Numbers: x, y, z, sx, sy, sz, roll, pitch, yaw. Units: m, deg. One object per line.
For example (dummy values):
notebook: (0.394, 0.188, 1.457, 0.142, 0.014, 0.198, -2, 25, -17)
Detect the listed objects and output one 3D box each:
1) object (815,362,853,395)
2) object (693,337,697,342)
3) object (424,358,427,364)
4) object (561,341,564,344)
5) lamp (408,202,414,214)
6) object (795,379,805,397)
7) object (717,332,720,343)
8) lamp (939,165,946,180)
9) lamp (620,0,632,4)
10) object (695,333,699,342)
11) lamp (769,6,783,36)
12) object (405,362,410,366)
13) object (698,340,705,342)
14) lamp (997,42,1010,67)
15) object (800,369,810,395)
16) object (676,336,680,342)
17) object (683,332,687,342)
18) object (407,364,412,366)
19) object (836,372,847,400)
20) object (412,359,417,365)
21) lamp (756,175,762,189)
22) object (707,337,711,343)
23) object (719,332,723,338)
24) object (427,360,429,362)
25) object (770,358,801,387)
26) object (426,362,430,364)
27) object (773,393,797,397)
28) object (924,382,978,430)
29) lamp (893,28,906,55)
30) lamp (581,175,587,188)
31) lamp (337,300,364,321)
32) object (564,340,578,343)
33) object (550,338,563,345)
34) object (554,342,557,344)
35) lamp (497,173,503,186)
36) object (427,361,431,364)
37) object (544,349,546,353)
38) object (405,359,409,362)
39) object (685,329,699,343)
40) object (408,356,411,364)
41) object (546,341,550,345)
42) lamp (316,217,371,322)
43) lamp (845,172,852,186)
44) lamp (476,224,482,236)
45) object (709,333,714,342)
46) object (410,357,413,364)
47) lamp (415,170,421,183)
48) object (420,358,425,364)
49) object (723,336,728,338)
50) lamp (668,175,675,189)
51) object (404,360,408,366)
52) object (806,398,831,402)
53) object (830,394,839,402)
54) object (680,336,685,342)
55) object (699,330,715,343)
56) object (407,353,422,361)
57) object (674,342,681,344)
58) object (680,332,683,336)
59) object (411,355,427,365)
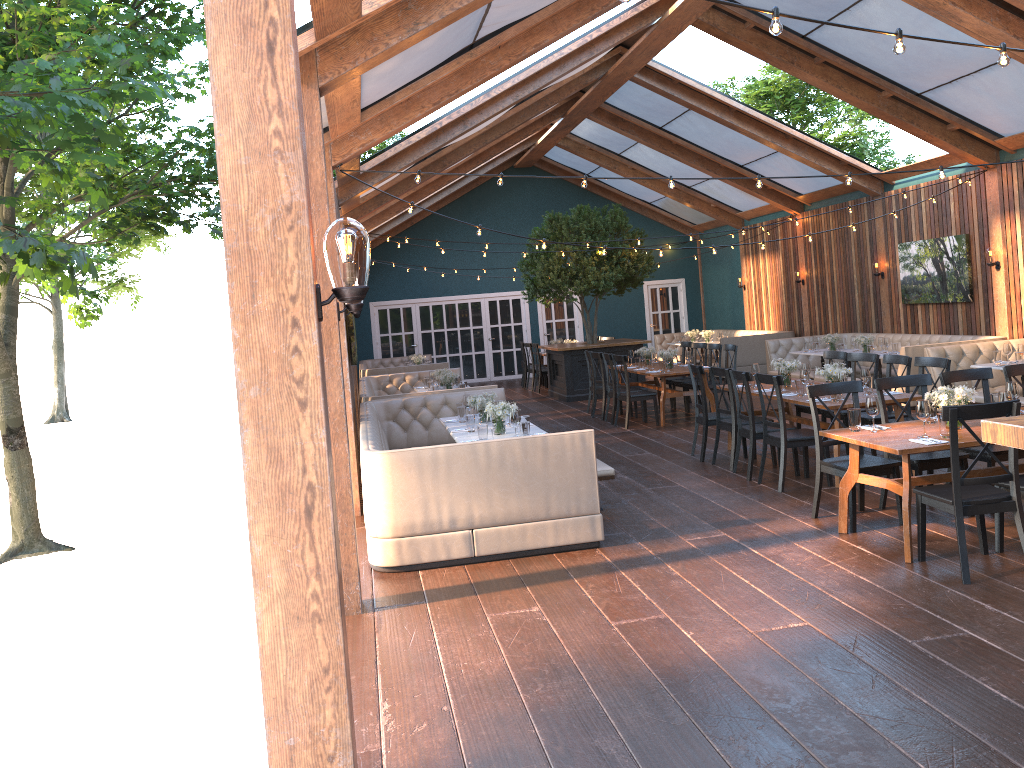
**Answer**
object: (3.039, -0.052, 8.333, 0.330, 0.309, 0.336, -7, 4, -43)
object: (4.074, -0.971, 19.712, 0.092, 0.158, 0.092, -5, 2, -23)
object: (-1.785, -0.414, 18.134, 0.092, 0.244, 0.092, -3, 2, 38)
object: (1.142, -0.888, 20.294, 0.092, 0.244, 0.092, -4, 2, 33)
lamp: (-0.976, -1.702, 8.537, 0.068, 0.117, 0.056, -5, 2, -3)
object: (2.749, 0.038, 8.439, 0.091, 0.158, 0.092, -4, 2, 17)
object: (4.492, -1.004, 19.210, 0.092, 0.244, 0.092, -3, 2, 38)
lamp: (3.676, -1.808, 7.565, 0.056, 0.121, 0.056, -6, 2, -41)
lamp: (0.430, -1.500, 3.347, 0.056, 0.121, 0.056, -6, 2, -31)
object: (4.146, -1.026, 19.790, 0.092, 0.244, 0.092, -3, 2, 38)
lamp: (1.103, -1.521, 3.705, 0.056, 0.121, 0.056, -5, 2, -16)
object: (-2.196, -0.379, 18.612, 0.092, 0.158, 0.092, -5, 2, -23)
object: (4.387, -1.007, 20.671, 0.255, 0.019, 0.158, -5, 5, -9)
lamp: (2.450, -1.642, 4.412, 0.056, 0.121, 0.056, -4, 2, 9)
object: (2.820, -0.017, 8.517, 0.092, 0.244, 0.092, -4, 2, 33)
object: (3.917, -1.057, 20.870, 0.092, 0.158, 0.092, -5, 2, -23)
object: (4.022, -1.081, 20.553, 0.092, 0.244, 0.092, -4, 2, 33)
object: (-2.060, -0.323, 17.829, 0.092, 0.158, 0.092, -5, 2, -23)
object: (2.961, 0.020, 7.949, 0.092, 0.244, 0.092, -4, 2, 33)
object: (-1.976, -0.381, 17.931, 0.092, 0.244, 0.092, -3, 2, 38)
lamp: (2.161, -1.772, 7.749, 0.056, 0.121, 0.056, -4, 2, 5)
object: (4.214, -0.915, 18.928, 0.092, 0.158, 0.092, -5, 2, -23)
object: (4.482, -0.983, 18.975, 0.092, 0.244, 0.092, -3, 2, 38)
object: (-1.829, -0.438, 18.960, 0.092, 0.158, 0.092, -5, 2, -23)
object: (2.909, -0.131, 9.378, 0.328, 0.309, 0.337, -3, 3, 25)
object: (-1.687, -0.350, 17.801, 0.092, 0.158, 0.092, -5, 2, -23)
object: (2.679, 0.101, 8.589, 0.255, 0.019, 0.158, -5, 5, -9)
object: (2.996, 0.148, 6.027, 0.335, 0.309, 0.330, -3, 3, 23)
lamp: (1.778, -1.572, 4.064, 0.056, 0.121, 0.056, -4, 2, 7)
lamp: (0.652, -1.816, 7.941, 0.075, 0.114, 0.056, -3, 2, 36)
lamp: (-0.999, -0.556, 5.491, 0.178, 0.320, 0.146, -5, 2, -10)
object: (1.263, -0.812, 18.899, 0.329, 0.309, 0.337, -4, 3, 6)
object: (1.020, -0.878, 19.904, 0.329, 0.309, 0.337, -5, 3, -12)
object: (0.974, -0.809, 19.527, 0.092, 0.244, 0.092, -4, 2, 33)
lamp: (-0.108, -1.853, 8.021, 0.056, 0.114, 0.075, -5, 2, -11)
object: (-1.698, -0.384, 18.215, 0.092, 0.158, 0.092, -5, 2, -23)
object: (0.756, -0.790, 20.006, 0.091, 0.158, 0.092, -4, 2, 17)
object: (-2.349, -0.466, 19.782, 0.092, 0.158, 0.092, -5, 2, -23)
object: (4.156, -1.109, 20.376, 0.337, 0.309, 0.328, -8, 4, -44)
object: (-2.239, -0.492, 19.480, 0.092, 0.244, 0.092, -4, 2, 33)
object: (0.827, -0.845, 20.084, 0.092, 0.244, 0.092, -4, 2, 33)
lamp: (-0.527, -0.361, 2.771, 0.178, 0.320, 0.146, -5, 2, -10)
lamp: (2.912, -1.776, 7.661, 0.057, 0.119, 0.056, -5, 2, -16)
lamp: (-0.333, -1.547, 8.903, 0.056, 0.119, 0.059, -4, 2, 21)
object: (4.285, -0.970, 19.006, 0.092, 0.244, 0.092, -3, 2, 38)
object: (-2.099, -0.436, 18.689, 0.092, 0.244, 0.092, -3, 2, 38)
lamp: (-0.862, -1.895, 8.091, 0.056, 0.118, 0.064, -6, 2, -36)
object: (-1.803, -0.391, 17.889, 0.092, 0.244, 0.092, -3, 2, 38)
object: (4.564, -0.940, 18.900, 0.092, 0.158, 0.092, -5, 2, -23)
lamp: (1.409, -1.786, 7.826, 0.056, 0.120, 0.056, -6, 2, -34)
object: (-2.320, -0.434, 19.378, 0.092, 0.158, 0.092, -5, 2, -23)
object: (2.809, 0.139, 8.014, 0.255, 0.019, 0.158, -5, 5, -9)
object: (2.867, 0.077, 7.871, 0.091, 0.158, 0.092, -4, 2, 17)
object: (3.950, -1.026, 20.475, 0.092, 0.158, 0.092, -5, 2, -23)
object: (4.313, -1.052, 19.559, 0.335, 0.309, 0.330, -3, 4, 32)
object: (-2.105, -0.519, 19.291, 0.337, 0.309, 0.328, -8, 4, -44)
object: (3.880, -0.963, 20.625, 0.255, 0.019, 0.158, -5, 5, -9)
object: (3.993, -1.100, 20.794, 0.092, 0.244, 0.092, -4, 2, 33)
object: (-1.949, -0.462, 18.474, 0.335, 0.309, 0.330, -3, 4, 32)
